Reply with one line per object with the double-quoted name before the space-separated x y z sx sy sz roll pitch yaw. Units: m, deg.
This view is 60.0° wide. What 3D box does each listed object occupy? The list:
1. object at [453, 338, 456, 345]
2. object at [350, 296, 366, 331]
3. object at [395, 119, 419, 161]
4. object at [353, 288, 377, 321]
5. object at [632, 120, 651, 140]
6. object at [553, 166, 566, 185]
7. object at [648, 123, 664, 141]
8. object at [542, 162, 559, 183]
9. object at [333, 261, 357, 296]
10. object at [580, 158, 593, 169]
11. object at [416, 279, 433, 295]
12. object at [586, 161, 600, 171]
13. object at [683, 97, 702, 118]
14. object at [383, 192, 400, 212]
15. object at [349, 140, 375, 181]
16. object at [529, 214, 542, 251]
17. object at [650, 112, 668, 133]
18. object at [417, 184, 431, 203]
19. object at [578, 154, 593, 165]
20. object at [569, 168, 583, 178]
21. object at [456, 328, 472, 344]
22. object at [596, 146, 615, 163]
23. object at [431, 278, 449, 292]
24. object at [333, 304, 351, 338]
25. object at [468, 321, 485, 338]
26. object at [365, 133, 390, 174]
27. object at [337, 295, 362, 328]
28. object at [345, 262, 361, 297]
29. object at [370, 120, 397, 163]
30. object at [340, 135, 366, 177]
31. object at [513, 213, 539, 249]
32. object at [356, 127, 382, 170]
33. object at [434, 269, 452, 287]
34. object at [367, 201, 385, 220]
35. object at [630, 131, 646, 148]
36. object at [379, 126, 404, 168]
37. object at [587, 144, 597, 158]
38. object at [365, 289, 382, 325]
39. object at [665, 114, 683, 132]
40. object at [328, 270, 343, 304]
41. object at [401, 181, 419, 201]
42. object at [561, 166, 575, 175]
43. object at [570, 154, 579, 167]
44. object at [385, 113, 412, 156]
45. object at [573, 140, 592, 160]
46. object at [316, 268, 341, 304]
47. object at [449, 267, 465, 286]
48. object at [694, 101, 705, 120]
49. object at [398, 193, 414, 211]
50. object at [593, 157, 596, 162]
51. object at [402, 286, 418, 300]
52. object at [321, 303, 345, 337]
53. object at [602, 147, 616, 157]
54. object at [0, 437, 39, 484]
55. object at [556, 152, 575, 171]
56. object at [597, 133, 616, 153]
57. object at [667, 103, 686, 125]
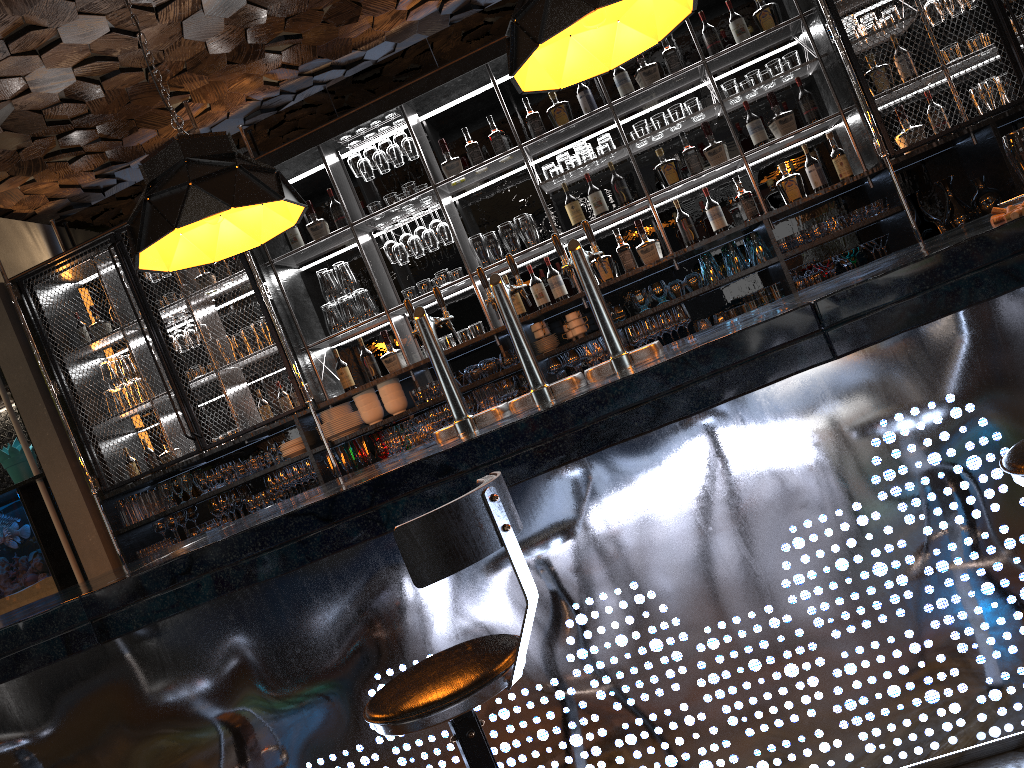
"object" -0.398 -0.245 5.597 0.089 0.092 0.089 -22 0 -18
"object" -1.010 -0.452 5.680 0.105 0.209 0.105 -22 0 -34
"object" -0.655 -1.518 5.513 0.092 0.244 0.092 -22 0 -29
"object" -0.920 -0.490 5.538 0.105 0.209 0.105 -22 0 -34
"object" 0.755 -1.467 5.136 0.089 0.092 0.089 -22 0 -18
"object" 0.278 -1.270 5.397 0.089 0.092 0.089 -22 0 -18
"object" 0.854 -1.508 5.289 0.089 0.092 0.089 -22 0 -40
"object" 0.229 -1.250 5.241 0.089 0.092 0.089 -22 0 36
"object" -1.050 -0.662 5.568 0.105 0.209 0.105 -22 0 -34
"object" 0.431 -1.333 5.233 0.089 0.092 0.089 -22 0 0
"object" -0.531 -0.587 5.445 0.089 0.092 0.089 -22 0 -11
"object" 0.475 -1.352 5.370 0.089 0.092 0.089 -22 0 36
"object" 1.044 -1.586 5.100 0.089 0.092 0.089 -22 0 -35
"object" -0.735 -1.117 5.457 0.089 0.092 0.089 -22 0 -21
"object" -0.940 -1.401 5.571 0.092 0.244 0.092 -22 0 -29
"object" 0.119 -0.917 5.399 0.105 0.209 0.105 -22 0 -34
"object" 0.857 -1.509 5.128 0.089 0.092 0.089 -22 0 -26
"object" -0.554 -1.192 5.556 0.089 0.092 0.089 -22 0 -21
"object" 0.422 -1.354 5.232 0.089 0.092 0.089 -22 0 0
"object" 0.375 -1.311 5.365 0.089 0.092 0.089 -22 0 36
"object" -0.294 -0.288 5.490 0.089 0.092 0.089 -22 0 21
"object" 0.559 -1.386 5.318 0.089 0.092 0.089 -22 0 0
"object" -0.448 -0.621 5.542 0.089 0.092 0.089 -22 0 42
"object" -1.121 -0.407 5.710 0.105 0.209 0.105 -22 0 -34
"object" -0.209 -0.323 5.408 0.089 0.092 0.089 -22 0 21
"object" -0.840 -1.442 5.551 0.092 0.244 0.092 -22 0 -29
"object" -1.022 -0.447 5.571 0.105 0.209 0.105 -22 0 -34
"object" -1.039 -0.666 5.659 0.105 0.209 0.105 -22 0 -34
"object" -0.778 -1.467 5.370 0.092 0.244 0.092 -22 0 -29
"object" -0.968 -1.389 5.409 0.092 0.244 0.092 -22 0 -29
"object" 0.090 -0.905 5.295 0.105 0.209 0.105 -22 0 -34
"object" -0.868 -1.430 5.388 0.092 0.244 0.092 -22 0 -29
"object" -0.411 -0.636 5.358 0.089 0.092 0.089 -22 0 -5
"object" -0.841 -1.074 5.502 0.089 0.092 0.089 -22 0 -21
"object" 0.762 -1.470 5.301 0.089 0.092 0.089 -22 0 -38
"object" -0.750 -1.479 5.532 0.092 0.244 0.092 -22 0 -29
"object" 0.456 -1.396 5.370 0.089 0.092 0.089 -22 0 36
"object" -0.913 -0.493 5.650 0.105 0.209 0.105 -22 0 -34
"object" 0.953 -1.548 5.230 0.089 0.092 0.089 -22 0 10
"object" -1.144 -0.623 5.692 0.105 0.209 0.105 -22 0 -34
"object" -0.613 -1.167 5.381 0.089 0.092 0.089 -22 0 -21
"object" 0.319 -1.287 5.216 0.089 0.092 0.089 -22 0 -18
"object" 0.367 -1.329 5.365 0.089 0.092 0.089 -22 0 36
"object" -0.683 -1.506 5.351 0.092 0.244 0.092 -22 0 -29
"object" 0.412 -1.378 5.232 0.089 0.092 0.089 -22 0 6
"object" -1.158 -0.617 5.581 0.105 0.209 0.105 -22 0 -34
"object" -0.338 -0.666 5.527 0.089 0.092 0.089 -22 0 -5
"object" 1.089 -1.605 5.232 0.089 0.092 0.089 -22 0 -15
"object" -0.669 -1.145 5.568 0.089 0.092 0.089 -22 0 21
"object" 0.466 -1.372 5.370 0.089 0.092 0.089 -22 0 36
"object" -0.628 -0.547 5.509 0.089 0.092 0.089 -22 0 -11
"object" -1.130 -0.403 5.593 0.105 0.209 0.105 -22 0 -34
"object" 0.557 -1.385 5.177 0.089 0.092 0.089 -22 0 36
"object" -3.306 0.525 5.962 0.265 0.325 0.245 -22 0 4
"object" 0.311 -1.306 5.216 0.089 0.092 0.089 -22 0 -38
"object" 0.549 -1.404 5.177 0.089 0.092 0.089 -22 0 1
"object" 0.948 -1.546 5.084 0.089 0.092 0.089 -22 0 -26
